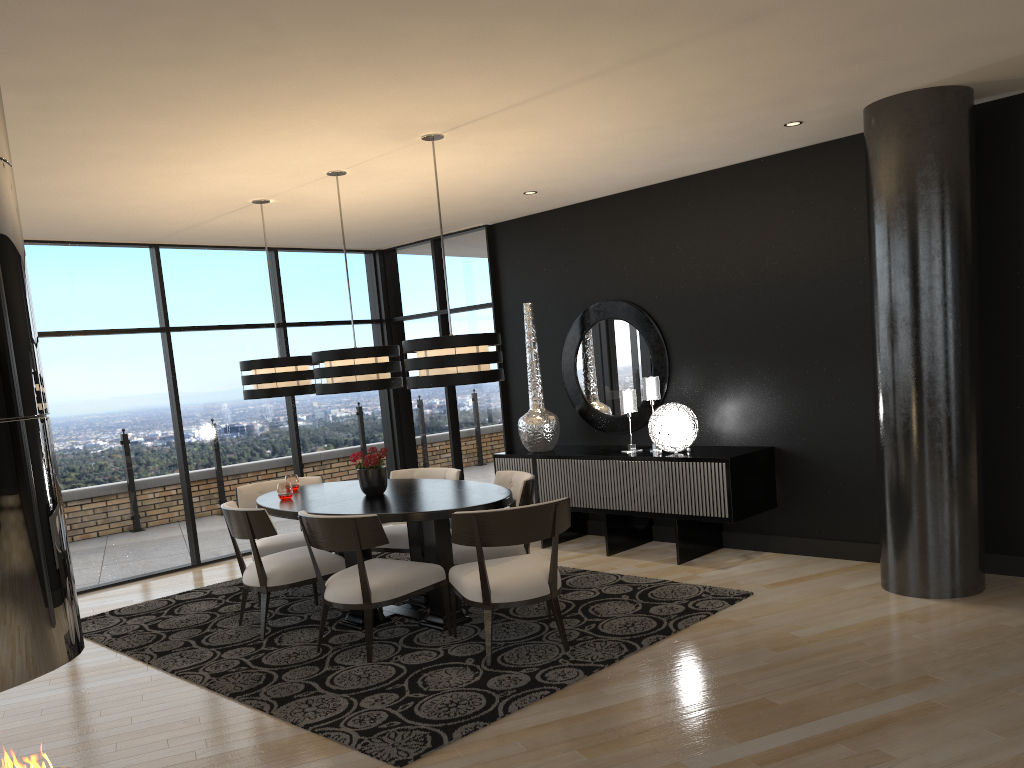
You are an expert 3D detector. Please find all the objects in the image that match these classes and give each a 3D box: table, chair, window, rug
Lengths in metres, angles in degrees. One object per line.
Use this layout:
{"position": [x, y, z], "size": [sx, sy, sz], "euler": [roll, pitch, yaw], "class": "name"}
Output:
{"position": [-0.815, 1.074, 5.572], "size": [1.200, 0.776, 2.106], "euler": [-8, 3, -43], "class": "table"}
{"position": [-0.678, 1.028, 6.213], "size": [0.643, 0.813, 0.610], "euler": [-2, 6, 30], "class": "chair"}
{"position": [-1.430, 1.113, 5.485], "size": [0.612, 0.813, 0.641], "euler": [-8, 6, -35], "class": "chair"}
{"position": [-0.699, -0.832, 0.138], "size": [10.060, 4.826, 15.878], "euler": [-7, 3, -36], "class": "window"}
{"position": [-0.816, 1.455, 5.672], "size": [3.724, 0.011, 2.696], "euler": [-4, 2, 45], "class": "rug"}
{"position": [-0.793, 1.072, 4.900], "size": [0.643, 0.813, 0.610], "euler": [-1, 6, 38], "class": "chair"}
{"position": [-1.583, 1.106, 6.304], "size": [0.640, 0.813, 0.613], "euler": [-7, 5, -24], "class": "chair"}
{"position": [-0.014, 1.009, 4.679], "size": [0.641, 0.813, 0.612], "euler": [-6, 5, -16], "class": "chair"}
{"position": [-0.138, 0.996, 5.624], "size": [0.614, 0.813, 0.639], "euler": [-6, 5, -17], "class": "chair"}

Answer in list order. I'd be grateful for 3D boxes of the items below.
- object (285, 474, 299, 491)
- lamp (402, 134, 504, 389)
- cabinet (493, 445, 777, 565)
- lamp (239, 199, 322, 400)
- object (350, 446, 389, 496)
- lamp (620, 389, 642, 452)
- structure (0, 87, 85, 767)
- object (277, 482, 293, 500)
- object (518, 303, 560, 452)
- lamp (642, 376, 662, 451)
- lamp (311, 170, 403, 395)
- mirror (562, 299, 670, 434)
{"position": [-1.514, 0.680, 6.077], "size": [0.095, 0.107, 0.094], "euler": [-4, 5, 11], "class": "object"}
{"position": [-0.366, -0.659, 4.771], "size": [0.535, 1.341, 0.531], "euler": [1, 8, 44], "class": "lamp"}
{"position": [0.873, 0.895, 6.833], "size": [2.238, 0.773, 0.605], "euler": [-3, 5, 45], "class": "cabinet"}
{"position": [-1.638, -0.579, 6.040], "size": [0.535, 1.341, 0.531], "euler": [1, 8, 44], "class": "lamp"}
{"position": [-0.877, 0.544, 5.502], "size": [0.227, 0.301, 0.237], "euler": [-10, 7, -43], "class": "object"}
{"position": [0.890, 0.277, 6.671], "size": [0.131, 0.469, 0.124], "euler": [-8, 7, -23], "class": "lamp"}
{"position": [-1.499, 0.232, 1.953], "size": [0.886, 2.768, 0.585], "euler": [-9, 8, -35], "class": "structure"}
{"position": [-1.453, 0.686, 5.649], "size": [0.094, 0.107, 0.095], "euler": [-8, 5, -34], "class": "object"}
{"position": [0.186, -0.051, 7.221], "size": [0.341, 1.220, 0.342], "euler": [-10, 8, -36], "class": "object"}
{"position": [1.052, 0.222, 6.584], "size": [0.125, 0.555, 0.130], "euler": [-4, 7, 7], "class": "lamp"}
{"position": [-1.002, -0.619, 5.406], "size": [0.535, 1.341, 0.531], "euler": [1, 8, 44], "class": "lamp"}
{"position": [0.813, -0.131, 7.084], "size": [1.076, 1.087, 0.025], "euler": [-1, 8, 44], "class": "mirror"}
